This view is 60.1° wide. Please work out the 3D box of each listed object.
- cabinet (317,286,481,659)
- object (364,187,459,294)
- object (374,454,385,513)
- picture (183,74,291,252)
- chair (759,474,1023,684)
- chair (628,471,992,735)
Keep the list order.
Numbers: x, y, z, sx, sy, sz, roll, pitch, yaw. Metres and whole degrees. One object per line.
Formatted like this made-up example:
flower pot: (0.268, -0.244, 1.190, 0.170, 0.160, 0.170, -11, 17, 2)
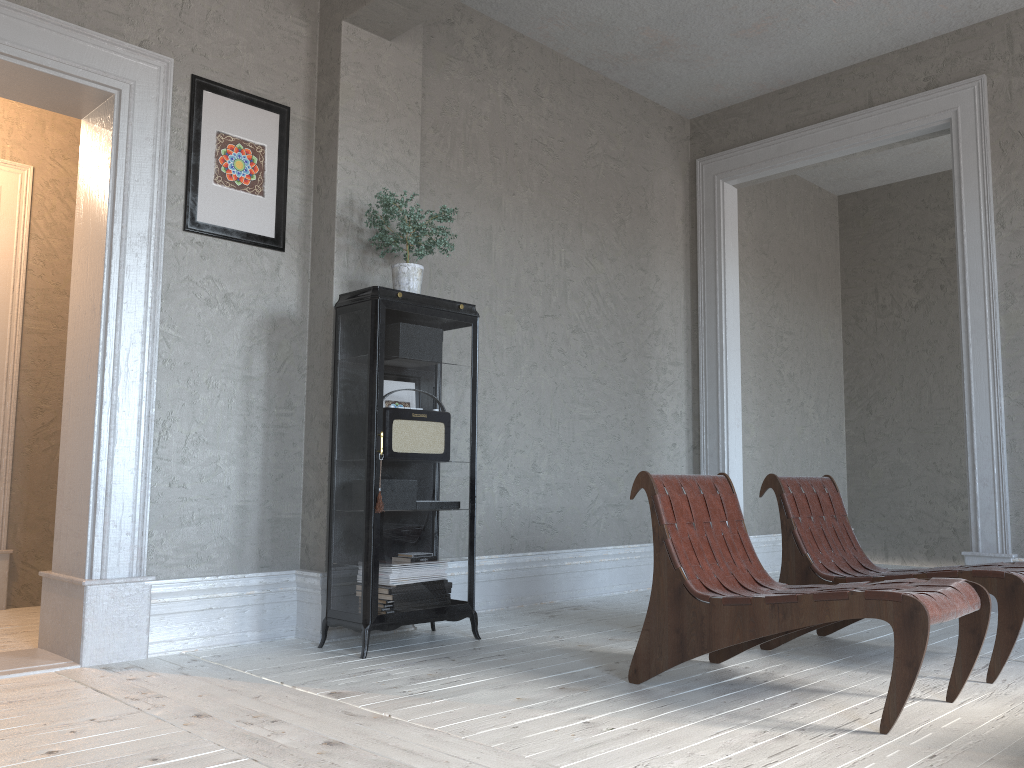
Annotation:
cabinet: (-0.453, 0.364, 3.795, 0.341, 1.471, 0.631, -6, -9, 45)
object: (-0.441, -0.618, 3.912, 0.405, 0.506, 0.407, 4, -7, -29)
object: (-0.521, 0.391, 3.489, 0.040, 0.234, 0.045, 0, -6, 2)
picture: (-1.183, -0.947, 3.845, 0.019, 0.677, 0.468, -6, -9, 45)
chair: (1.548, 0.716, 3.489, 0.995, 0.721, 0.518, -6, -9, 45)
chair: (0.929, 0.644, 2.874, 0.995, 0.721, 0.518, -6, -9, 45)
